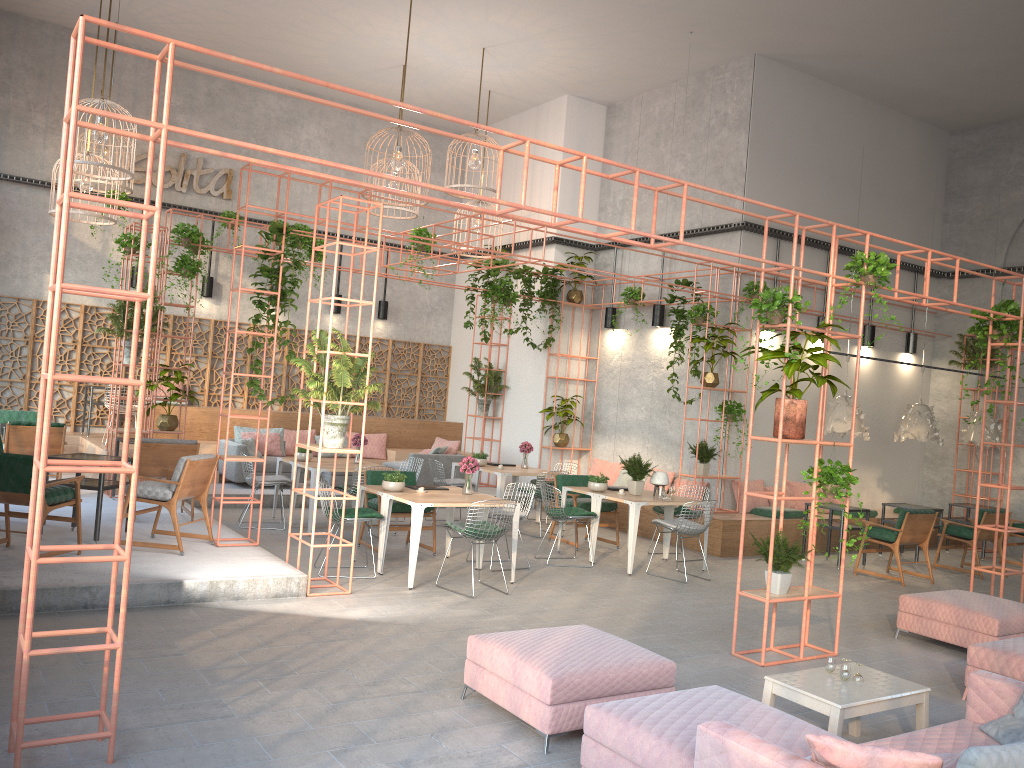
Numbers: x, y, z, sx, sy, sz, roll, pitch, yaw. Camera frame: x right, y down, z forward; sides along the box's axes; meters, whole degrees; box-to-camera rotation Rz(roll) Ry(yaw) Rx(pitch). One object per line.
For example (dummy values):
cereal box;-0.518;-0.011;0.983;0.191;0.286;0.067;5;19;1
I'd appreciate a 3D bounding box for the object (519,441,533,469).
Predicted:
object;0.206;1.081;13.532;0.225;0.414;0.213;5;-1;-41

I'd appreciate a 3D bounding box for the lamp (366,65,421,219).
lamp;-1.870;-4.583;14.871;0.883;3.476;0.883;4;-1;19

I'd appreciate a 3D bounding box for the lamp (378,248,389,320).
lamp;-2.496;-1.988;17.484;0.179;1.436;0.185;5;-1;-33

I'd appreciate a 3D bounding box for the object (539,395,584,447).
object;0.838;0.630;15.474;0.903;0.919;0.934;4;-1;28

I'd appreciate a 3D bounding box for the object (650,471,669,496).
object;1.822;1.238;10.968;0.241;0.313;0.241;5;-1;12

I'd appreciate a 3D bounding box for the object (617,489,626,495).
object;1.331;1.309;10.780;0.115;0.078;0.115;5;-1;-28

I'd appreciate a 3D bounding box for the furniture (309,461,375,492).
furniture;-2.700;1.484;14.538;0.975;0.446;0.941;5;-1;-33

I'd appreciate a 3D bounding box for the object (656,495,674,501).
object;1.815;1.356;10.511;0.218;0.041;0.218;5;-1;-25

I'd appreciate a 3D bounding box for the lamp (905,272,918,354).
lamp;7.017;-1.245;15.493;0.179;1.425;0.185;5;-1;-33

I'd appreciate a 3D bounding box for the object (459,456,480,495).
object;-0.469;0.987;9.578;0.225;0.414;0.213;5;-1;-41

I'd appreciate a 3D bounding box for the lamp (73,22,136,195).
lamp;-6.327;-4.824;14.037;0.883;3.476;0.883;4;-1;19

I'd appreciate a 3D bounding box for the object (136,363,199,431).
object;-4.617;0.164;11.815;0.903;0.923;0.934;4;-1;23

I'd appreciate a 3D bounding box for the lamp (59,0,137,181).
lamp;-5.242;-4.482;11.524;0.883;3.476;0.883;4;-1;19

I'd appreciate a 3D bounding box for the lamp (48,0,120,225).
lamp;-5.992;-4.092;12.701;0.883;3.476;0.883;4;-1;19

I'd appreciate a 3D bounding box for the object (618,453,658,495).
object;1.515;1.095;10.891;0.368;0.527;0.438;5;-1;-33

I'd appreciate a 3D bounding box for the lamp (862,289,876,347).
lamp;6.012;-1.336;14.830;0.179;1.425;0.185;5;-1;-33

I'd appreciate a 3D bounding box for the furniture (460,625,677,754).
furniture;0.347;1.815;5.481;0.976;0.446;0.941;5;-1;-33

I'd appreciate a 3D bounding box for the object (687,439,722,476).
object;2.717;1.041;12.671;0.368;0.527;0.438;5;-1;-33

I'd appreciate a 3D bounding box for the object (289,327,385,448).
object;-1.634;0.038;8.229;0.900;1.100;0.894;5;-1;-4

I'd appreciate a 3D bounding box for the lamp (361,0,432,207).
lamp;-1.401;-4.167;11.717;0.883;3.476;0.883;4;-1;19

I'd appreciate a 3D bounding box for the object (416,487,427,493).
object;-0.964;1.126;9.422;0.115;0.073;0.115;5;-1;-39

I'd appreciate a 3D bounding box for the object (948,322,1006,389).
object;7.840;-0.467;14.927;0.894;1.101;0.900;4;-1;26

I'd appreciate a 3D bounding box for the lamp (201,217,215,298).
lamp;-5.320;-2.243;15.621;0.185;1.436;0.185;5;-1;7

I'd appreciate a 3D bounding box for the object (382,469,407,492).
object;-1.246;1.018;9.374;0.252;0.247;0.247;5;-1;-33

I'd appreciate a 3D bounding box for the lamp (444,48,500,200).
lamp;-0.483;-4.702;13.865;0.883;3.476;0.883;4;-1;19

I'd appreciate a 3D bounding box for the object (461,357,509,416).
object;-0.517;0.050;16.625;0.900;1.097;0.894;5;-1;-4

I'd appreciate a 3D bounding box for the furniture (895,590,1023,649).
furniture;4.175;2.160;8.007;0.976;0.446;0.941;5;-1;-33

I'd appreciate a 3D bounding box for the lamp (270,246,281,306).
lamp;-4.301;-2.151;16.294;0.185;1.436;0.185;5;-1;7

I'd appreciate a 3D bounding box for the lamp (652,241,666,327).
lamp;2.406;-1.636;14.314;0.185;1.425;0.179;5;-1;-33

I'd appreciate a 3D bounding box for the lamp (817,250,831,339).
lamp;5.015;-1.426;14.172;0.179;1.425;0.185;5;-1;-33

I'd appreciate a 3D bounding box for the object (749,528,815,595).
object;2.143;1.428;7.171;0.368;0.527;0.438;5;-1;-33

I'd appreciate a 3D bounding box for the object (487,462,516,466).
object;-0.184;1.244;13.738;0.427;0.031;0.268;5;-1;-33

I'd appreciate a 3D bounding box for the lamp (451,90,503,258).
lamp;-0.493;-4.040;15.769;0.883;3.476;0.883;4;-1;19

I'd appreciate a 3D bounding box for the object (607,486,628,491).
object;1.364;1.339;11.379;0.427;0.031;0.268;5;-1;-33

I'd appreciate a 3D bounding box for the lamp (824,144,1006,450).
lamp;6.157;-1.128;13.111;4.456;4.052;0.704;5;-1;-33

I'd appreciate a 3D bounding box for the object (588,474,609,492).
object;1.062;1.201;10.918;0.254;0.247;0.248;5;-1;-33

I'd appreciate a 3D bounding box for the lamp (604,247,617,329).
lamp;1.743;-1.677;15.323;0.185;1.425;0.179;5;-1;-33

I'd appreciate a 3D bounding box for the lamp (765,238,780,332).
lamp;4.009;-1.516;13.509;0.179;1.425;0.185;5;-1;-33

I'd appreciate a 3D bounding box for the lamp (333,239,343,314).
lamp;-3.311;-2.062;16.946;0.185;1.436;0.185;5;-1;7

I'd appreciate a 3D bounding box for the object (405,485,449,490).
object;-0.945;1.156;9.835;0.427;0.031;0.268;5;-1;-33

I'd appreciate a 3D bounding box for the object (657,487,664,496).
object;1.796;1.318;10.752;0.095;0.119;0.095;5;-1;-9

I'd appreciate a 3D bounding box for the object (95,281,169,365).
object;-4.976;-0.805;11.749;0.900;1.101;0.894;4;-1;21

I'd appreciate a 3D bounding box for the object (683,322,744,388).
object;2.824;-0.424;12.559;0.903;0.947;0.934;4;-1;18

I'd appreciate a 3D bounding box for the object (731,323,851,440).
object;2.227;-0.038;7.082;0.924;0.946;0.923;4;-1;23

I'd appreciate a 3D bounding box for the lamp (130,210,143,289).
lamp;-6.290;-2.330;14.981;0.185;1.436;0.185;5;-1;7

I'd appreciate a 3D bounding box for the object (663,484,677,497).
object;1.956;1.320;10.899;0.210;0.154;0.165;5;-1;-44
